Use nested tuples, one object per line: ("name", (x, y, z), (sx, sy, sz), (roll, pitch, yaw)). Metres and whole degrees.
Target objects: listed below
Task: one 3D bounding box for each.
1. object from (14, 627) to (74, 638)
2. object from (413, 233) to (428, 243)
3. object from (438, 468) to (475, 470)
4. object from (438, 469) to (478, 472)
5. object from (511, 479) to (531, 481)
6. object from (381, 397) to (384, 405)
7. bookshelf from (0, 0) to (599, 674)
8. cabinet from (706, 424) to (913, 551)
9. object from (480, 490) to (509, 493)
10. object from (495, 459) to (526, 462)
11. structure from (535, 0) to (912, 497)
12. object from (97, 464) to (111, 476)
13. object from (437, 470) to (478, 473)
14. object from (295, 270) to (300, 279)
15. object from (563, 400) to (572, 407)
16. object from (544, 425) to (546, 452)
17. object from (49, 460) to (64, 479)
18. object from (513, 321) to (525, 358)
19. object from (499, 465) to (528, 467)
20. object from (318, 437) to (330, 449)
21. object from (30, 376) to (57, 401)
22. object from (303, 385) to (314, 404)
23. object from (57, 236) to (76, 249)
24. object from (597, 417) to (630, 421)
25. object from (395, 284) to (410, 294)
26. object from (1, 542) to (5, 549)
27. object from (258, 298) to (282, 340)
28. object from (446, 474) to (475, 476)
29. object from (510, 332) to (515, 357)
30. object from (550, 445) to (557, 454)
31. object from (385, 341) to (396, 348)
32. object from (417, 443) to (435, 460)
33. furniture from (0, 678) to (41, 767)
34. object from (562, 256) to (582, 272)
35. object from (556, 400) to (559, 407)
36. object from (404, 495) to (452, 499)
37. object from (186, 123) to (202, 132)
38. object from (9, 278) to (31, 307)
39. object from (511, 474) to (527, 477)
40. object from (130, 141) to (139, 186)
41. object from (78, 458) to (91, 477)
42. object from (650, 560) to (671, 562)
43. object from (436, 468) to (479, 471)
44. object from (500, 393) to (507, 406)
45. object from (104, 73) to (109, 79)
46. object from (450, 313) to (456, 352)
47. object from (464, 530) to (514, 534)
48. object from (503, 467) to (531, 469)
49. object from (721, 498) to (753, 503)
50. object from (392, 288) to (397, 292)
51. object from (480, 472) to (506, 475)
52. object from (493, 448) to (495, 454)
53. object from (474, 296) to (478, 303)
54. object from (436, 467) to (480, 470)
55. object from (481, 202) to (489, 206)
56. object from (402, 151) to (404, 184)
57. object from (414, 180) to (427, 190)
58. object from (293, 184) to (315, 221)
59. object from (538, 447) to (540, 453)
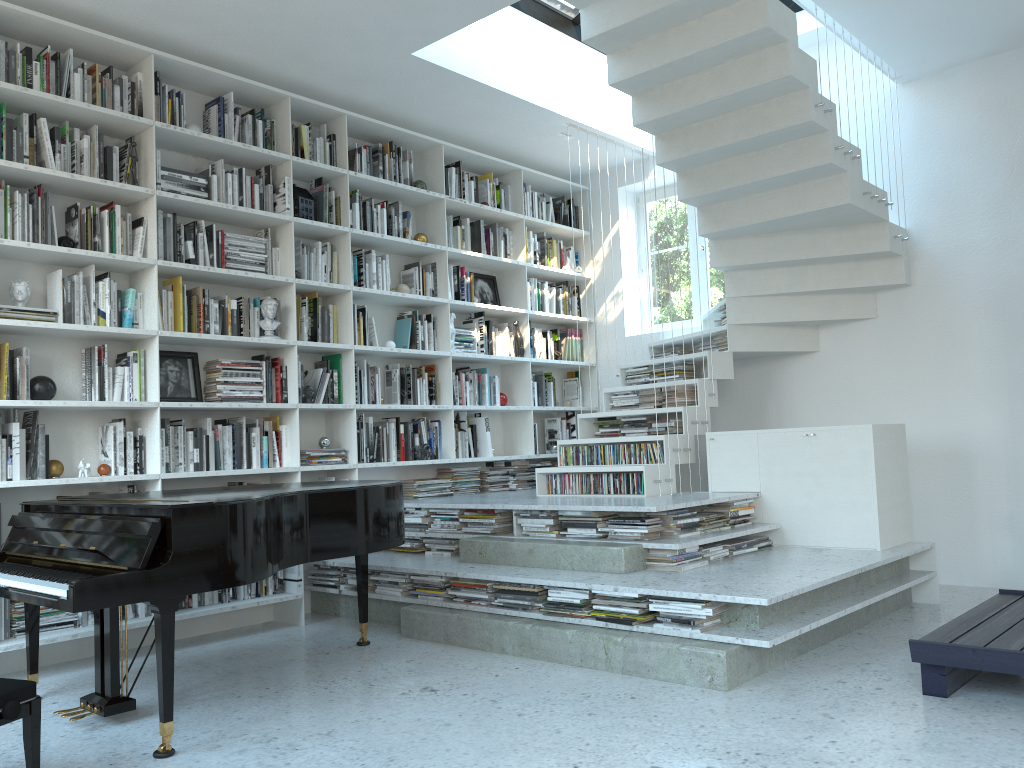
("object", (-2.252, 1.177, 4.230), (0.161, 0.007, 0.254), (-7, -6, 45))
("object", (-0.633, -0.995, 6.144), (0.100, 0.101, 0.100), (-4, -4, 19))
("object", (-0.388, 0.611, 6.384), (0.161, 0.005, 0.254), (-6, -6, 43))
("object", (-0.389, 0.622, 6.385), (0.161, 0.005, 0.254), (-6, -6, 42))
("object", (-0.008, 0.727, 6.736), (0.294, 0.007, 0.132), (-7, -6, 45))
("object", (-0.881, 0.114, 5.854), (0.071, 0.072, 0.071), (-2, -4, 1))
("bookshelf", (-1.508, -0.156, 5.116), (0.330, 3.140, 6.298), (-6, -5, 42))
("cabinet", (1.717, 0.592, 5.193), (0.993, 0.667, 0.551), (-6, -5, 42))
("object", (-0.136, 0.800, 6.651), (0.207, 0.008, 0.328), (-6, -6, 42))
("object", (-0.009, 0.579, 6.750), (0.210, 0.015, 0.130), (-6, -6, 41))
("structure", (1.013, -0.708, 5.374), (1.955, 3.379, 2.614), (-6, -5, 42))
("object", (-2.052, 0.432, 4.459), (0.061, 0.062, 0.061), (-2, -4, 1))
("object", (-0.389, 0.628, 6.384), (0.161, 0.005, 0.254), (-6, -6, 42))
("object", (-1.309, -0.650, 5.331), (0.071, 0.072, 0.071), (-2, -4, 1))
("object", (0.465, 0.172, 7.400), (0.071, 0.072, 0.071), (-2, -4, 1))
("object", (0.306, 0.445, 7.130), (0.101, 0.232, 0.008), (-6, -5, 42))
("object", (-2.234, 0.414, 4.321), (0.091, 0.092, 0.091), (-4, -4, 19))
("object", (0.050, -0.334, 6.749), (0.087, 0.288, 0.075), (-2, -4, -13))
("object", (-0.016, 0.624, 6.738), (0.141, 0.005, 0.259), (2, -6, -44))
("object", (-1.145, 0.357, 5.406), (0.071, 0.072, 0.071), (-2, -4, 1))
("object", (-2.280, 0.026, 4.296), (0.133, 0.135, 0.134), (-2, -4, 1))
("object", (-1.209, 0.065, 5.276), (0.079, 0.113, 0.054), (-6, -5, 40))
("object", (-2.222, -0.687, 4.409), (0.097, 0.098, 0.097), (-2, -4, 1))
("object", (0.706, 0.240, 6.135), (0.161, 0.025, 0.174), (2, -6, -44))
("object", (-0.754, -0.632, 6.092), (0.111, 0.113, 0.112), (-4, -4, 19))
("object", (-2.347, 0.779, 4.153), (0.093, 0.094, 0.093), (-4, -4, 19))
("object", (-1.408, -0.370, 5.137), (0.138, 0.243, 0.137), (-3, -4, 7))
("object", (-0.390, 0.654, 6.380), (0.161, 0.005, 0.254), (-6, -6, 42))
("object", (-0.050, -0.287, 6.840), (0.179, 0.211, 0.022), (-6, -5, 42))
("object", (0.334, 0.517, 7.035), (0.071, 0.072, 0.071), (-2, -4, 1))
("object", (-0.812, -0.254, 5.917), (0.071, 0.072, 0.071), (-2, -4, 1))
("object", (-0.575, 0.454, 5.930), (0.064, 0.114, 0.160), (-4, -4, 29))
("furniture", (-1.598, 1.030, 2.531), (0.467, 0.353, 0.240), (-4, -4, 17))
("object", (0.482, -0.974, 7.322), (0.203, 0.137, 0.095), (0, -4, -32))
("object", (0.342, 0.163, 7.204), (0.071, 0.072, 0.071), (-2, -4, 1))
("object", (-0.598, 0.781, 6.115), (0.193, 0.007, 0.346), (-6, -5, 37))
("object", (-1.790, -1.403, 4.965), (0.104, 0.106, 0.105), (-4, -4, 19))
("object", (-2.370, -0.436, 4.276), (0.095, 0.157, 0.121), (0, -5, -34))
("object", (-0.004, 0.695, 6.743), (0.199, 0.015, 0.134), (-6, -6, 42))
("object", (-1.955, -1.130, 4.604), (0.075, 0.254, 0.075), (-4, -4, 21))
("object", (-2.105, 0.412, 4.366), (0.060, 0.095, 0.078), (0, -4, -31))
("object", (0.796, 0.868, 4.407), (0.140, 0.004, 0.204), (-7, -6, 45))
("object", (-0.390, 0.617, 6.386), (0.159, 0.005, 0.285), (-6, -6, 42))
("object", (-0.092, 0.123, 6.716), (0.115, 0.116, 0.115), (-4, -4, 19))
("object", (-2.146, -1.484, 4.644), (0.157, 0.246, 0.010), (-6, -5, 42))
("object", (-0.425, -0.355, 6.192), (0.087, 0.288, 0.075), (-2, -4, -13))
("object", (-0.133, 0.868, 5.216), (0.266, 0.010, 0.145), (-6, -5, 38))
("object", (-0.014, 0.640, 6.739), (0.295, 0.004, 0.144), (-6, -5, 40))
("object", (1.230, 0.654, 5.075), (0.177, 0.030, 0.284), (-6, -6, 42))
("object", (-0.813, -0.615, 5.990), (0.068, 0.068, 0.068), (-4, -4, 19))
("object", (-0.142, 0.670, 6.658), (0.207, 0.008, 0.328), (-6, -6, 42))
("object", (-0.162, 0.508, 6.630), (0.071, 0.072, 0.071), (-2, -4, 1))
("object", (-0.294, -0.607, 6.563), (0.091, 0.092, 0.092), (-2, -4, 1))
("object", (-0.382, 0.605, 6.378), (0.285, 0.005, 0.159), (2, -6, -43))
("object", (-0.206, -1.330, 6.648), (0.071, 0.072, 0.071), (-2, -4, 1))
("object", (-0.798, -1.455, 6.149), (0.129, 0.297, 0.006), (-6, -5, 42))
("object", (-0.645, -1.363, 6.162), (0.104, 0.105, 0.104), (-2, -4, 1))
("object", (-1.302, -1.094, 5.430), (0.135, 0.248, 0.135), (-5, -4, 32))
("object", (0.180, 0.511, 6.864), (0.071, 0.072, 0.071), (-2, -4, 1))
